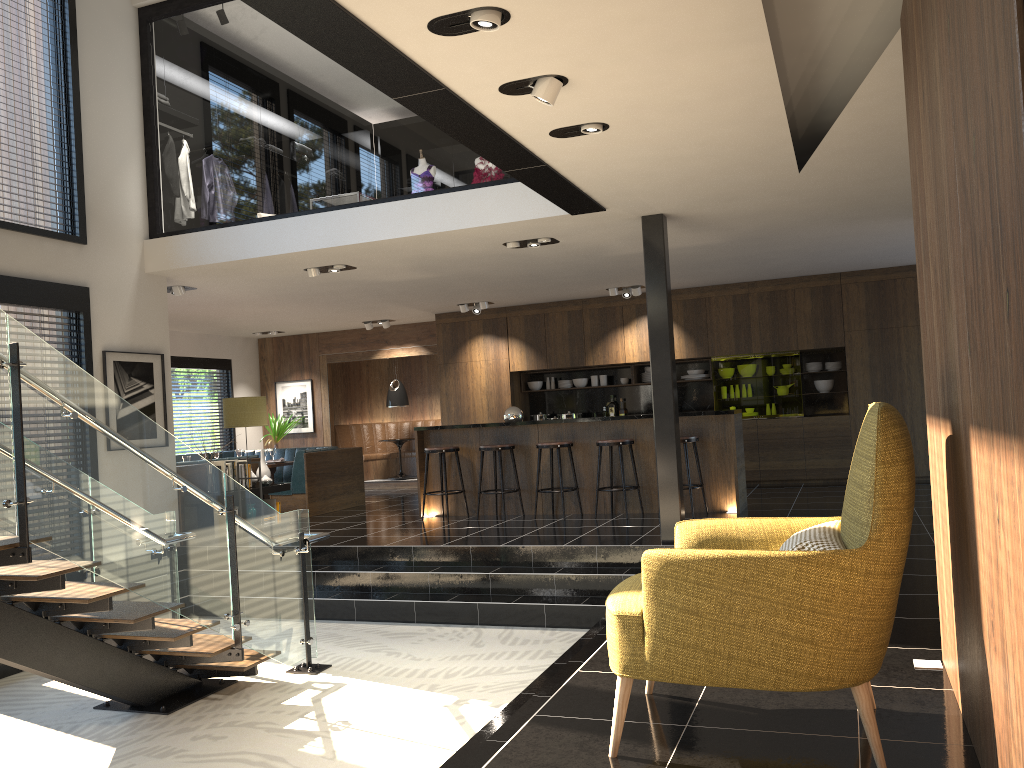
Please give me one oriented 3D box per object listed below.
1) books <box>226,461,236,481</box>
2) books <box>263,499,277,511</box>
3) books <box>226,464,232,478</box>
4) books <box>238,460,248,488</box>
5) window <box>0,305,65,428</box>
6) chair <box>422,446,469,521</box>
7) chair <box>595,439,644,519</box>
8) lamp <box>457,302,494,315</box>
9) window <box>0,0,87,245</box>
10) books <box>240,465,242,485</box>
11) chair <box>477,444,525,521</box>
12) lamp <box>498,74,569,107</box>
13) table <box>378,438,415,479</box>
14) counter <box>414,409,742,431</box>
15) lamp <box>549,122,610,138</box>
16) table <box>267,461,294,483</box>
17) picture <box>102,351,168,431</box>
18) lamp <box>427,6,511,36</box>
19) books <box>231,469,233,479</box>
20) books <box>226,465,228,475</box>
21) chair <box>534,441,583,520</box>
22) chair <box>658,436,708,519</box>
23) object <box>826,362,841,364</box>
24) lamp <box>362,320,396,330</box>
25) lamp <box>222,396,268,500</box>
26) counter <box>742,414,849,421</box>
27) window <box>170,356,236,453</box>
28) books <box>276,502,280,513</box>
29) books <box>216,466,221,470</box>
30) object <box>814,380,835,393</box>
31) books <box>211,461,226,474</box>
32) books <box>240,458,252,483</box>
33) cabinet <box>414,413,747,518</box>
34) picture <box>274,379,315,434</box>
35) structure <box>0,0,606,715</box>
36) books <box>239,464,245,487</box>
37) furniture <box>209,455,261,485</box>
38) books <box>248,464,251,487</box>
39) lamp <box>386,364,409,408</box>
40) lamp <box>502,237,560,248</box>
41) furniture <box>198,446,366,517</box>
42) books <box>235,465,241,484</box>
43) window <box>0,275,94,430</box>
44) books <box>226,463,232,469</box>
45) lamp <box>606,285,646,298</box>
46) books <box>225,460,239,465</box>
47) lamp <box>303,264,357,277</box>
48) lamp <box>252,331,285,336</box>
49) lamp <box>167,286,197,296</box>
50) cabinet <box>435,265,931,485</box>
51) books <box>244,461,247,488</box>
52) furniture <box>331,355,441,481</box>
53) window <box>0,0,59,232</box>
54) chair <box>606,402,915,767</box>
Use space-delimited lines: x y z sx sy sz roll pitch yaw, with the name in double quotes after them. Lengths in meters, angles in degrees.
-2.973 0.959 9.304 0.169 0.298 0.032 -4 -1 21 "books"
-2.681 1.407 9.826 0.156 0.263 0.026 -4 -1 21 "books"
-2.984 0.968 9.215 0.160 0.276 0.030 -4 -1 21 "books"
-2.895 0.963 9.486 0.177 0.294 0.025 -4 -1 21 "books"
-4.177 0.379 7.344 0.005 2.296 1.221 -4 -1 21 "window"
-0.760 1.105 9.875 0.413 0.799 0.412 -4 -1 30 "chair"
1.090 0.976 9.176 0.413 0.799 0.412 -4 -1 30 "chair"
-0.512 -1.130 12.483 0.502 0.294 0.349 -4 -2 21 "lamp"
-4.277 -2.475 7.366 0.358 2.475 1.393 -4 -1 21 "window"
-2.925 0.985 9.376 0.149 0.246 0.023 -4 -1 21 "books"
-0.143 1.062 9.642 0.413 0.799 0.412 -4 -1 30 "chair"
0.101 -1.443 4.249 0.346 0.247 0.195 -4 -2 21 "lamp"
-1.870 1.247 14.855 0.702 0.643 0.702 -3 -2 -5 "table"
0.672 0.401 9.808 3.574 0.041 0.698 -4 -2 21 "counter"
0.373 -1.480 4.976 0.346 0.158 0.195 -4 -2 21 "lamp"
-3.583 1.393 11.696 1.539 0.661 0.822 -4 -2 21 "table"
-3.541 0.156 8.366 0.028 0.911 0.748 -4 -1 21 "picture"
-0.175 -1.487 3.525 0.346 0.177 0.195 -4 -2 21 "lamp"
-2.983 1.000 9.244 0.170 0.214 0.025 -4 -1 21 "books"
-3.010 0.975 9.166 0.173 0.262 0.030 -4 -1 21 "books"
0.473 1.019 9.409 0.413 0.799 0.412 -4 -1 30 "chair"
1.706 0.933 8.943 0.413 0.799 0.412 -4 -1 30 "chair"
4.330 -0.275 11.938 0.220 0.033 0.220 -3 -2 4 "object"
-2.097 -0.997 13.968 0.502 0.280 0.349 -4 -2 21 "lamp"
-2.747 0.861 8.913 0.637 1.444 0.437 -2 -2 -44 "lamp"
2.319 0.552 12.540 4.592 0.005 0.862 -4 -2 21 "counter"
-5.051 0.735 14.217 0.312 2.372 1.505 -4 -1 21 "window"
-2.679 1.424 9.859 0.231 0.232 0.037 -4 -1 21 "books"
-3.055 0.975 9.116 0.156 0.263 0.026 -4 -1 21 "books"
4.226 0.035 11.989 0.264 0.170 0.264 -3 -2 -5 "object"
-3.013 0.949 9.133 0.160 0.312 0.035 -4 -1 21 "books"
-2.875 0.958 9.589 0.131 0.307 0.022 -4 -1 21 "books"
0.703 0.918 9.798 3.565 0.993 0.698 -4 -2 21 "cabinet"
-3.744 0.396 15.263 0.748 0.911 0.028 -4 -1 21 "picture"
-1.825 -0.114 4.043 3.448 4.867 7.280 -4 -2 20 "structure"
-2.922 0.981 9.405 0.194 0.255 0.034 -4 -1 21 "books"
-4.285 1.293 9.938 2.610 0.822 1.365 -4 -2 21 "furniture"
-2.872 0.984 9.506 0.162 0.250 0.028 -4 -1 21 "books"
-1.940 -0.100 14.865 0.389 0.973 0.389 -3 -1 -26 "lamp"
0.175 -1.360 8.211 0.502 0.194 0.349 -4 -2 21 "lamp"
-3.483 1.314 11.949 2.610 0.822 1.365 -4 -2 21 "furniture"
-2.939 0.979 9.322 0.202 0.255 0.025 -4 -1 21 "books"
-4.114 0.374 7.311 0.358 2.475 1.393 -4 -1 21 "window"
-2.985 0.968 9.275 0.141 0.280 0.031 -4 -1 21 "books"
1.503 -1.278 11.721 0.502 0.280 0.349 -4 -2 21 "lamp"
-2.948 0.956 9.355 0.155 0.305 0.032 -4 -1 21 "books"
-1.840 -1.202 8.973 0.502 0.231 0.349 -4 -2 21 "lamp"
-4.035 -0.896 14.700 0.502 0.213 0.349 -4 -2 21 "lamp"
-3.716 -1.062 9.681 0.502 0.248 0.349 -4 -2 21 "lamp"
2.286 0.067 12.545 6.894 2.689 0.869 -4 -1 21 "cabinet"
-2.898 0.969 9.460 0.154 0.280 0.028 -4 -1 21 "books"
-1.756 0.440 15.307 2.639 2.334 1.174 -4 -1 20 "furniture"
-4.341 -2.470 7.399 0.005 2.296 1.221 -4 -1 21 "window"
0.838 0.635 3.041 1.031 1.097 0.807 -4 -1 20 "chair"
